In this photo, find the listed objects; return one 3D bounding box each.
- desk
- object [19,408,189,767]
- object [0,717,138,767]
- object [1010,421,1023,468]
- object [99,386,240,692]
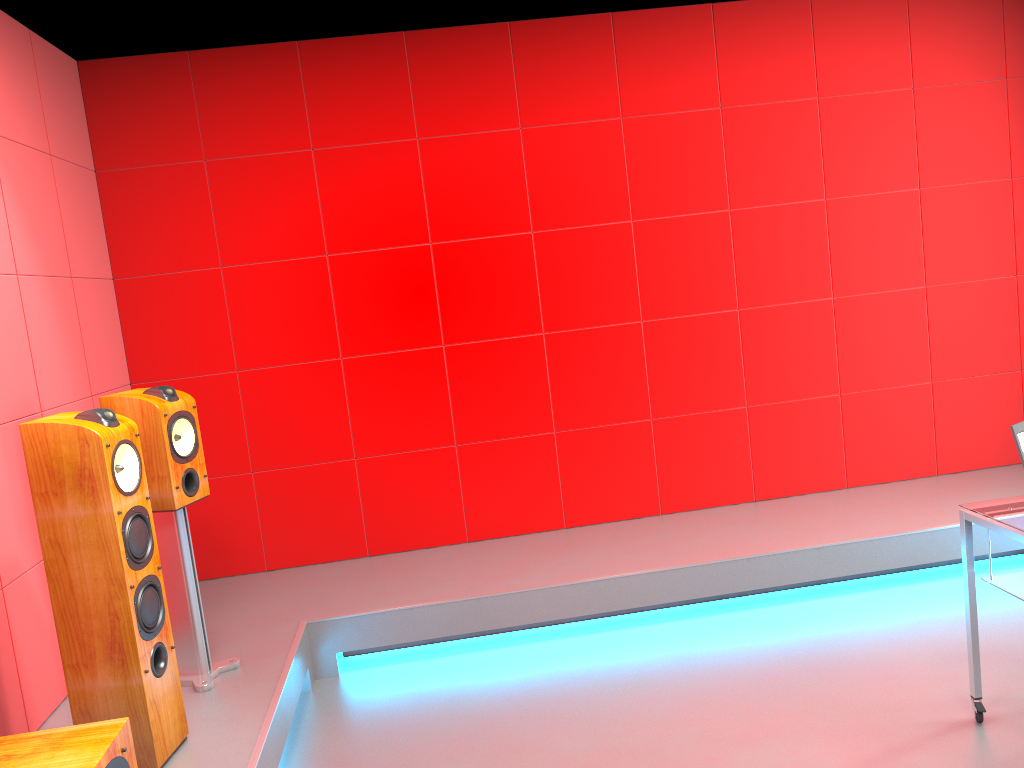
[{"bbox_3d":[1.759,0.756,1.984,0.594,0.690,1.617,-7,7,-5],"label":"desk"},{"bbox_3d":[-1.171,0.594,2.584,0.238,1.052,0.203,-6,7,5],"label":"object"},{"bbox_3d":[-1.035,1.004,1.927,0.360,0.360,0.360,-7,7,-5],"label":"object"},{"bbox_3d":[1.613,0.232,2.399,0.342,0.285,0.340,-11,8,-35],"label":"object"},{"bbox_3d":[-1.205,0.533,3.130,0.265,1.058,0.231,-5,7,15],"label":"object"}]
